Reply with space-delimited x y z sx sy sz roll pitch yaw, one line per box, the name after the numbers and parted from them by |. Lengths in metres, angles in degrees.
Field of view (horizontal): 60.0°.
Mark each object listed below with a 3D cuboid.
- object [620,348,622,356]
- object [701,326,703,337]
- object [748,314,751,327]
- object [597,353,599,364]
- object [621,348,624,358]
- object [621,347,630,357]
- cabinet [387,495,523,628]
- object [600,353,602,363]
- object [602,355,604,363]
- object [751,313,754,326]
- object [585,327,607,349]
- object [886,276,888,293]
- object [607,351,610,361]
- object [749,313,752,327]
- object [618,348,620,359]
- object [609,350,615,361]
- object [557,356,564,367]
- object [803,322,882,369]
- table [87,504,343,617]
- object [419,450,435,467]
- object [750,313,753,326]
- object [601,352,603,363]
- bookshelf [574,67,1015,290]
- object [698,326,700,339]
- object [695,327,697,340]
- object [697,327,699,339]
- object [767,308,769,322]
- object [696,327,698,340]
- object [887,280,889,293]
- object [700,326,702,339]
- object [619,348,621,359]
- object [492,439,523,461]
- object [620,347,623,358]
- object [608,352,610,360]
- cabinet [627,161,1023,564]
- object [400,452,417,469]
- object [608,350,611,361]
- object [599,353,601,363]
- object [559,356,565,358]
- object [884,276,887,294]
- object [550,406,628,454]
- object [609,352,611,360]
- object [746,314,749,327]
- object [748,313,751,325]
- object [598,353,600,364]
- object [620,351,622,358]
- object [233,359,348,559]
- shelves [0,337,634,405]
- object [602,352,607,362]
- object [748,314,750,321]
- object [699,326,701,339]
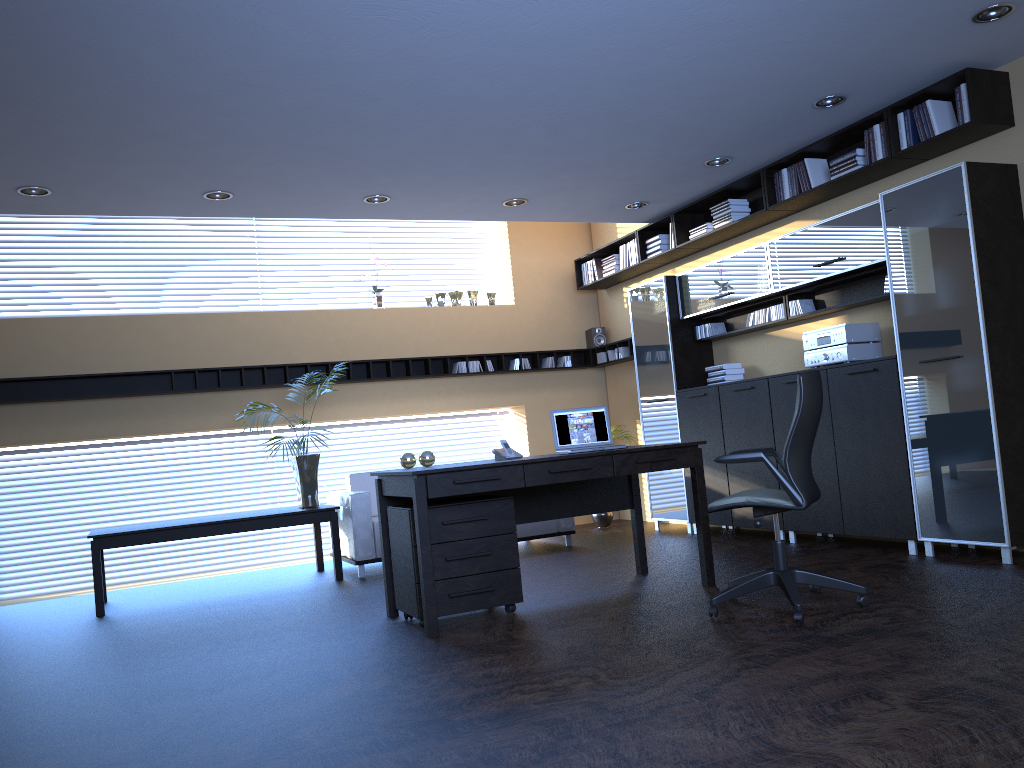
1.239 -0.341 9.569 0.142 0.120 0.030 -4 -3 -24 | object
1.820 -0.486 8.224 0.142 0.120 0.009 -4 -3 -23 | object
2.094 -0.551 7.594 0.142 0.112 0.059 -4 -3 -24 | object
1.034 -0.290 10.042 0.142 0.120 0.009 -4 -3 -24 | object
1.247 -0.343 9.550 0.142 0.120 0.030 -4 -3 -24 | object
1.253 -0.343 9.536 0.142 0.118 0.040 -4 -3 -24 | object
-0.335 1.034 5.245 0.634 0.679 0.501 -4 -3 -24 | cabinet
1.063 -0.297 9.976 0.142 0.120 0.009 -4 -3 -24 | object
1.075 -0.300 9.948 0.142 0.120 0.009 -4 -3 -24 | object
2.105 -0.554 7.565 0.140 0.110 0.055 -4 -3 -24 | object
0.966 -0.520 10.177 0.159 0.229 0.254 -5 -3 -14 | object
2.687 -0.701 6.228 0.142 0.120 0.030 -4 -3 -24 | object
1.130 -0.314 9.821 0.142 0.120 0.030 -4 -3 -24 | object
2.095 -0.552 7.583 0.140 0.110 0.055 -4 -3 -24 | object
1.223 -0.337 9.607 0.142 0.120 0.009 -4 -3 -24 | object
1.148 -0.317 9.779 0.142 0.118 0.040 -4 -3 -24 | object
0.550 -0.244 10.023 0.040 0.118 0.142 -4 -3 -24 | object
2.418 -0.277 6.524 0.363 0.281 0.431 -4 -4 -24 | object
-2.436 1.415 7.355 1.893 0.602 0.899 -4 -4 -24 | table
-0.534 0.470 5.572 0.105 0.105 0.105 -5 -3 -5 | object
2.103 -0.553 7.576 0.140 0.110 0.055 -4 -3 -24 | object
1.071 -0.300 9.957 0.142 0.120 0.009 -4 -3 -24 | object
1.898 -1.491 7.730 0.361 0.340 5.135 -4 -4 -24 | bookshelf
1.799 -0.481 8.270 0.142 0.120 0.009 -4 -3 -23 | object
1.784 -0.477 8.307 0.142 0.120 0.009 -4 -3 -24 | object
1.796 -0.480 8.279 0.140 0.118 0.006 -4 -3 -23 | object
2.184 -0.577 7.379 0.140 0.116 0.036 -4 -3 -24 | object
1.786 -0.478 8.297 0.142 0.120 0.009 -4 -3 -23 | object
2.691 -0.702 6.219 0.142 0.120 0.030 -4 -3 -24 | object
1.814 -0.485 8.233 0.142 0.120 0.009 -4 -3 -24 | object
1.227 -0.338 9.598 0.142 0.120 0.009 -4 -3 -24 | object
-0.030 0.405 5.494 0.130 0.126 0.146 -3 -4 -39 | object
1.243 -0.342 9.560 0.142 0.120 0.030 -4 -3 -24 | object
1.134 -0.315 9.811 0.142 0.120 0.030 -4 -3 -24 | object
2.232 0.045 7.084 0.490 2.396 3.884 -4 -3 -24 | cabinet
-0.653 0.481 5.575 0.105 0.105 0.105 -5 -3 -5 | object
1.138 -0.316 9.802 0.142 0.120 0.030 -4 -3 -24 | object
1.055 -0.295 9.995 0.142 0.120 0.009 -4 -3 -24 | object
0.552 -0.244 10.020 0.041 0.122 0.142 -4 -3 -24 | object
2.681 -0.699 6.242 0.142 0.118 0.040 -4 -3 -24 | object
0.481 0.283 5.588 0.390 0.282 0.323 -5 -3 -14 | object
1.142 -0.317 9.792 0.142 0.120 0.030 -4 -3 -24 | object
2.078 -0.548 7.620 0.142 0.112 0.059 -4 -3 -24 | object
2.090 -0.550 7.604 0.142 0.112 0.059 -4 -3 -24 | object
1.046 -0.293 10.013 0.142 0.120 0.009 -4 -3 -24 | object
1.235 -0.340 9.579 0.142 0.120 0.030 -4 -3 -24 | object
-1.862 0.788 8.250 1.040 1.857 1.898 -5 -3 -4 | object
-1.749 -0.153 8.461 6.617 0.213 1.251 -4 -4 -24 | shelves
1.085 -0.302 9.926 0.142 0.118 0.040 -4 -3 -24 | object
2.091 -0.549 7.615 0.142 0.112 0.059 -4 -3 -23 | object
1.808 -0.483 8.251 0.140 0.118 0.006 -4 -3 -24 | object
